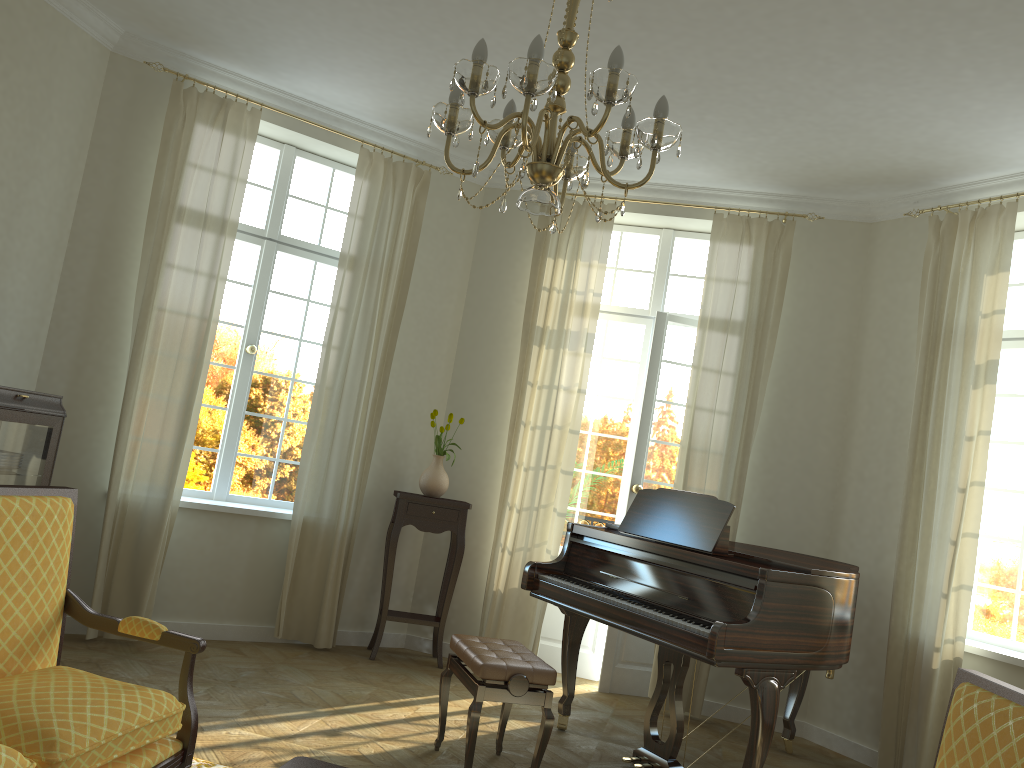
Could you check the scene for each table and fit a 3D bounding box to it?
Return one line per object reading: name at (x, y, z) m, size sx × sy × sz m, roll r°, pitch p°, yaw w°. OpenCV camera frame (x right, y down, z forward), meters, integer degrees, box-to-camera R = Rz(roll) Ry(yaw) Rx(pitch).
table at (-0.649, 1.340, 6.157) m, size 0.522 × 1.114 × 0.344 m, roll 11°, pitch -6°, yaw -11°
table at (-0.321, 1.303, 1.978) m, size 0.922 × 0.494 × 0.932 m, roll 8°, pitch -6°, yaw 15°

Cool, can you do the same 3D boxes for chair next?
chair at (0.781, 1.176, 1.873) m, size 0.671 × 1.083 × 0.730 m, roll 10°, pitch -6°, yaw -2°
chair at (-0.093, 1.519, 4.123) m, size 0.385 × 0.563 × 0.638 m, roll 11°, pitch -6°, yaw -16°
chair at (-1.406, 0.838, 2.219) m, size 0.680 × 1.083 × 1.389 m, roll 8°, pitch -6°, yaw 13°

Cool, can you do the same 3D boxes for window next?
window at (3.260, 0.290, 4.935) m, size 0.181 × 2.550 × 1.400 m, roll 13°, pitch -7°, yaw -31°
window at (-1.781, -0.446, 6.160) m, size 1.400 × 2.550 × 0.181 m, roll 13°, pitch -7°, yaw -31°
window at (1.136, -0.838, 6.723) m, size 1.380 × 0.680 × 0.055 m, roll 8°, pitch -6°, yaw 14°

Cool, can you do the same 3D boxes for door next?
door at (0.812, 0.811, 6.379) m, size 1.385 × 2.690 × 0.425 m, roll 8°, pitch -6°, yaw 14°

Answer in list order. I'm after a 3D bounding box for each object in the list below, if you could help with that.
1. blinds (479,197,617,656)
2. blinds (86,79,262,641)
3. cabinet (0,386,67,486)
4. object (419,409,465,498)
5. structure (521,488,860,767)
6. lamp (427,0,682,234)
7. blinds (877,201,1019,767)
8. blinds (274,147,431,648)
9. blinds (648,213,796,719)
blinds at (0.210, 0.330, 6.294) m, size 0.552 × 3.386 × 0.159 m, roll 9°, pitch -6°, yaw 11°
blinds at (-2.110, -0.159, 5.383) m, size 0.554 × 3.385 × 0.162 m, roll 12°, pitch -6°, yaw -26°
cabinet at (-2.749, 0.678, 4.400) m, size 0.542 × 1.386 × 0.733 m, roll 8°, pitch -6°, yaw 13°
object at (-0.508, 0.494, 6.238) m, size 0.242 × 0.609 × 0.264 m, roll 5°, pitch -7°, yaw 38°
structure at (1.208, 1.360, 4.802) m, size 1.856 × 1.439 × 1.514 m, roll 13°, pitch -7°, yaw -31°
lamp at (0.196, -1.215, 2.629) m, size 0.661 × 1.466 × 0.662 m, roll 11°, pitch -6°, yaw -17°
blinds at (2.463, 0.596, 5.160) m, size 0.162 × 3.384 × 0.554 m, roll 12°, pitch -6°, yaw -26°
blinds at (-1.101, 0.082, 6.070) m, size 0.552 × 3.381 × 0.159 m, roll 13°, pitch -6°, yaw -28°
blinds at (1.396, 0.494, 5.955) m, size 0.554 × 3.386 × 0.162 m, roll 9°, pitch -6°, yaw 8°
